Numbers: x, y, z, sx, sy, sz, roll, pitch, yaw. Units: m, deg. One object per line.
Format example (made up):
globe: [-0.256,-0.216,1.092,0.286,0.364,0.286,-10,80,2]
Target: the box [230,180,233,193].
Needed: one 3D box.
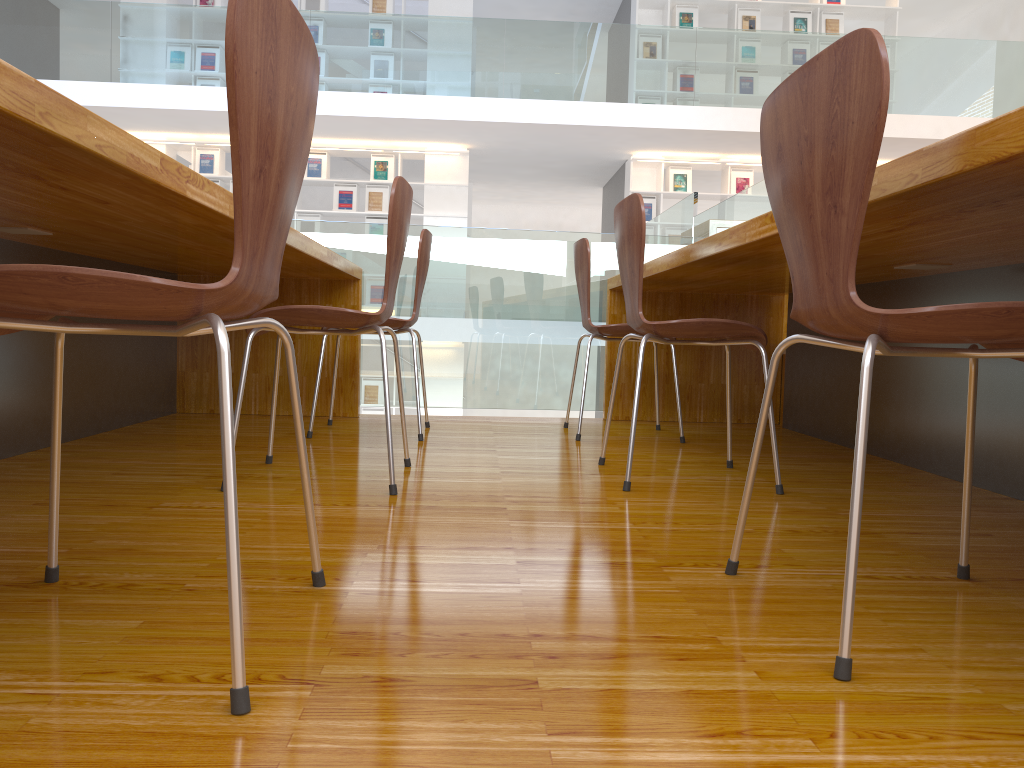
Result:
box: [-2.875,-2.017,9.498,0.245,0.296,0.274,2,3,-2]

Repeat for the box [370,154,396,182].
box: [-1.386,-2.306,9.544,0.245,0.296,0.274,2,3,-2]

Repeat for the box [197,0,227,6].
box: [-3.174,-4.070,9.382,0.245,0.296,0.274,2,3,-2]

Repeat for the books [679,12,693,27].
books: [1.876,-3.892,9.546,0.145,0.210,0.037,2,3,-2]

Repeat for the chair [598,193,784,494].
chair: [0.446,-0.105,2.246,0.381,0.693,0.428,2,3,-2]

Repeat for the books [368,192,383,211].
books: [-1.456,-1.942,9.458,0.145,0.210,0.037,2,3,-2]

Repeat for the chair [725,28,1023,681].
chair: [0.530,-0.040,1.131,0.381,0.693,0.428,2,3,-2]

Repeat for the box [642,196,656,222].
box: [1.442,-1.907,9.746,0.245,0.296,0.274,2,3,-2]

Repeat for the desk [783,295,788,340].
desk: [2.821,-0.607,5.714,3.196,0.757,1.248,2,3,-2]

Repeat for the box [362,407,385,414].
box: [-1.512,0.405,9.692,0.245,0.296,0.274,2,3,-2]

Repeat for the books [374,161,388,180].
books: [-1.396,-2.270,9.438,0.145,0.210,0.037,2,3,-2]

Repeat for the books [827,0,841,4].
books: [3.484,-4.166,9.600,0.145,0.210,0.037,2,3,-2]

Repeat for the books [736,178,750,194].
books: [2.517,-2.145,9.674,0.145,0.210,0.037,2,3,-2]

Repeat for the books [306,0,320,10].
books: [-2.092,-3.995,9.312,0.145,0.210,0.037,2,3,-2]

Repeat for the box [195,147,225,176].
box: [-3.223,-2.355,9.465,0.245,0.296,0.274,2,3,-2]

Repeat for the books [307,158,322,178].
books: [-2.095,-2.290,9.408,0.145,0.210,0.037,2,3,-2]

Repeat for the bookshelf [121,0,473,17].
bookshelf: [-2.258,-3.702,9.426,3.666,1.836,0.498,2,3,-2]

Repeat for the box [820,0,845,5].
box: [3.489,-4.224,9.700,0.245,0.296,0.274,2,3,-2]

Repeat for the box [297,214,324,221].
box: [-2.176,-1.670,9.547,0.245,0.296,0.274,2,3,-2]

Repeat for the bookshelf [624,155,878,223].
bookshelf: [2.740,-1.526,9.753,2.984,1.836,0.498,2,3,-2]

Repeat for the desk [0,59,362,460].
desk: [-1.180,0.112,2.010,1.248,1.022,3.216,2,3,-2]

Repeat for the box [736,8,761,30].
box: [2.563,-3.921,9.679,0.245,0.296,0.274,2,3,-2]

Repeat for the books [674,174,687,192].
books: [1.830,-2.179,9.644,0.145,0.210,0.037,2,3,-2]

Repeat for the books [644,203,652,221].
books: [1.449,-1.860,9.643,0.145,0.210,0.037,2,3,-2]

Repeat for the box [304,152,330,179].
box: [-2.097,-2.326,9.513,0.245,0.296,0.274,2,3,-2]

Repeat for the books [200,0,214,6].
books: [-3.187,-4.023,9.268,0.145,0.210,0.037,2,3,-2]

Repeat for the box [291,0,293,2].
box: [-2.471,-4.051,9.400,0.245,0.296,0.274,2,3,-2]

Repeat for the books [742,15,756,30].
books: [2.560,-3.872,9.575,0.145,0.210,0.037,2,3,-2]

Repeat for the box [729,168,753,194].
box: [2.509,-2.207,9.771,0.245,0.296,0.274,2,3,-2]

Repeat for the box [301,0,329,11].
box: [-2.094,-4.041,9.416,0.245,0.296,0.274,2,3,-2]

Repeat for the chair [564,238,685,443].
chair: [0.406,-0.159,3.215,0.381,0.693,0.428,2,3,-2]

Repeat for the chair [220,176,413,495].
chair: [-0.434,-0.122,2.097,0.381,0.693,0.428,2,3,-2]

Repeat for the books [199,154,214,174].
books: [-3.222,-2.320,9.360,0.145,0.210,0.037,2,3,-2]

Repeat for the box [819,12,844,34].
box: [3.479,-3.897,9.718,0.245,0.296,0.274,2,3,-2]

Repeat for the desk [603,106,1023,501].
desk: [0.851,-0.046,2.172,0.760,0.606,3.356,2,3,-2]

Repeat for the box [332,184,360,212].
box: [-1.784,-1.991,9.545,0.245,0.296,0.274,2,3,-2]

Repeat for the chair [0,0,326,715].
chair: [-0.427,-0.060,0.992,0.381,0.693,0.428,2,3,-2]

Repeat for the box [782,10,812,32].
box: [3.124,-3.906,9.703,0.245,0.296,0.274,2,3,-2]

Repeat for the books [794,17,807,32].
books: [3.125,-3.862,9.602,0.145,0.210,0.037,2,3,-2]

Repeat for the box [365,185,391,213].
box: [-1.445,-1.979,9.560,0.245,0.296,0.274,2,3,-2]

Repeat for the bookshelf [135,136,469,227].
bookshelf: [-2.317,-1.660,9.539,3.666,1.836,0.498,2,3,-2]

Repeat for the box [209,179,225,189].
box: [-3.234,-2.028,9.495,0.245,0.296,0.274,2,3,-2]

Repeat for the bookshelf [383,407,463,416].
bookshelf: [-2.379,0.394,9.704,3.666,1.836,0.397,2,3,-2]

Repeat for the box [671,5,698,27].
box: [1.883,-3.941,9.649,0.245,0.296,0.274,2,3,-2]

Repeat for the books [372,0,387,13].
books: [-1.397,-3.978,9.345,0.145,0.210,0.037,2,3,-2]

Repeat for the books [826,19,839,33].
books: [3.475,-3.852,9.617,0.145,0.210,0.037,2,3,-2]

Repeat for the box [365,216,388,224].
box: [-1.453,-1.652,9.578,0.245,0.296,0.274,2,3,-2]

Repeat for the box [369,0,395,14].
box: [-1.386,-4.022,9.447,0.245,0.296,0.274,2,3,-2]

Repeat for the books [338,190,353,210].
books: [-1.772,-1.953,9.444,0.145,0.210,0.037,2,3,-2]

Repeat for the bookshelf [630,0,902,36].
bookshelf: [2.799,-3.568,9.639,2.984,1.836,0.498,2,3,-2]

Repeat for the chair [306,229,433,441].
chair: [-0.475,-0.177,3.066,0.381,0.693,0.428,2,3,-2]

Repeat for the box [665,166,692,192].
box: [1.832,-2.224,9.745,0.245,0.296,0.274,2,3,-2]
